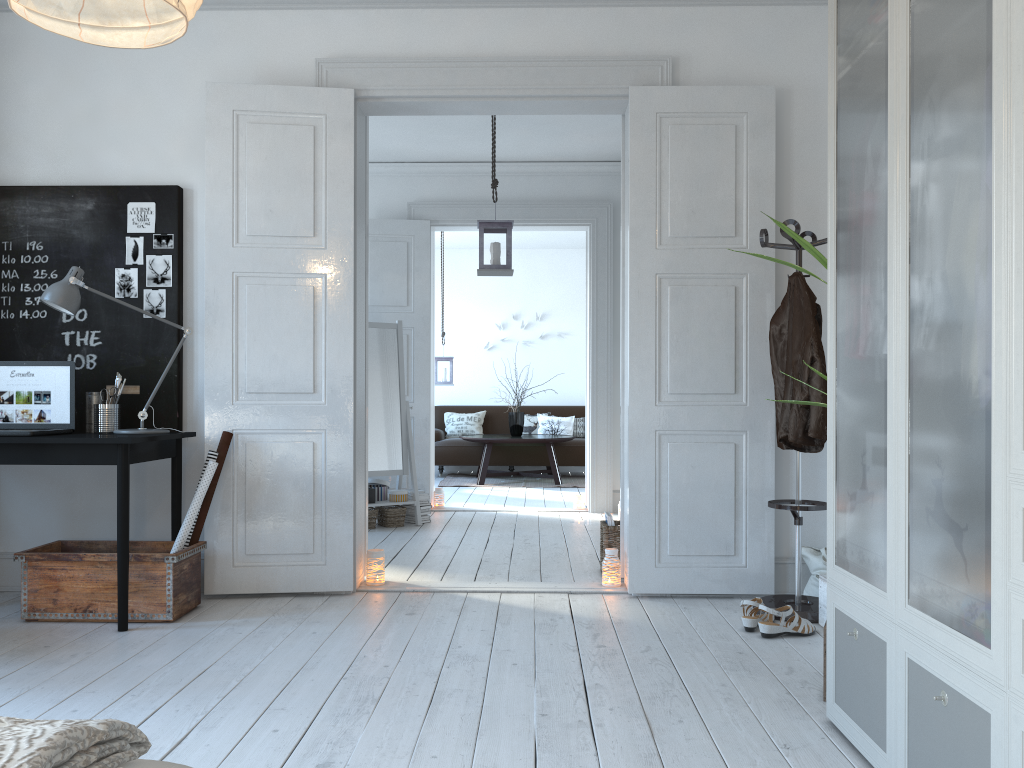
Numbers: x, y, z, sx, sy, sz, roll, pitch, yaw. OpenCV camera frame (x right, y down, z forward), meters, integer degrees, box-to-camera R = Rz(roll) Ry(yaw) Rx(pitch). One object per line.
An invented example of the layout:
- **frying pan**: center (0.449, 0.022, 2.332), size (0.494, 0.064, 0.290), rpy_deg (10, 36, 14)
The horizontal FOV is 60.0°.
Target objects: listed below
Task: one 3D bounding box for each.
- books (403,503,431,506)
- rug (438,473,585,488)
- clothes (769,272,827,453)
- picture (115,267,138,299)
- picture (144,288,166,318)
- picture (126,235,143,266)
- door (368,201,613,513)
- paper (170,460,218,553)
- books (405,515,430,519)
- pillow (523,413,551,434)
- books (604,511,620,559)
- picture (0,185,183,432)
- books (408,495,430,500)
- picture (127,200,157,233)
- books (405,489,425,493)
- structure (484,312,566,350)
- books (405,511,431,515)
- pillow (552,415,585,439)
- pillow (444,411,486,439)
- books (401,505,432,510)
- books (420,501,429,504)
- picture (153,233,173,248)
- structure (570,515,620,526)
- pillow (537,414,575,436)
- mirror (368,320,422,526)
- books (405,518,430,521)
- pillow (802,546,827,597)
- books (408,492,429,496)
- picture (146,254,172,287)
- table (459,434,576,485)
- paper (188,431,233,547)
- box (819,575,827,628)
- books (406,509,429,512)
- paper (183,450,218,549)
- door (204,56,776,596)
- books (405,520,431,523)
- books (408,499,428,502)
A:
- **books**: center (-0.708, 0.887, 6.568), size (0.178, 0.016, 0.128), rpy_deg (-1, -1, 44)
- **rug**: center (0.064, 1.057, 9.904), size (1.710, 0.055, 1.456), rpy_deg (0, -1, 2)
- **clothes**: center (1.210, -0.092, 3.732), size (0.237, 0.770, 0.211), rpy_deg (0, 0, 35)
- **picture**: center (-1.803, -0.472, 4.146), size (0.107, 0.150, 0.001), rpy_deg (0, 0, 1)
- **picture**: center (-1.670, -0.379, 4.143), size (0.103, 0.136, 0.001), rpy_deg (0, 0, 1)
- **picture**: center (-1.765, -0.623, 4.146), size (0.083, 0.146, 0.002), rpy_deg (0, 0, 1)
- **door**: center (-0.020, -0.212, 7.289), size (2.598, 2.505, 0.577), rpy_deg (0, 0, 1)
- **paper**: center (-1.399, 0.640, 3.773), size (0.283, 0.626, 0.041), rpy_deg (0, 0, -20)
- **books**: center (-0.713, 0.979, 6.564), size (0.128, 0.016, 0.181), rpy_deg (1, -1, -44)
- **pillow**: center (0.230, 0.520, 10.732), size (0.473, 0.347, 0.158), rpy_deg (0, 0, 0)
- **books**: center (0.592, 0.828, 4.648), size (0.201, 0.300, 0.179), rpy_deg (0, 0, 1)
- **picture**: center (-2.035, -0.346, 4.182), size (0.953, 1.172, 0.064), rpy_deg (0, 0, 1)
- **books**: center (-0.704, 0.832, 6.558), size (0.128, 0.026, 0.200), rpy_deg (1, -1, -27)
- **picture**: center (-1.731, -0.784, 4.144), size (0.147, 0.154, 0.004), rpy_deg (0, 0, 1)
- **books**: center (-0.719, 0.795, 6.574), size (0.111, 0.014, 0.156), rpy_deg (0, -1, -19)
- **structure**: center (0.162, -0.660, 11.128), size (1.025, 0.478, 0.085), rpy_deg (0, 0, 1)
- **books**: center (-0.712, 0.951, 6.563), size (0.187, 0.017, 0.132), rpy_deg (-1, -1, 38)
- **pillow**: center (0.724, 0.524, 10.756), size (0.542, 0.288, 0.183), rpy_deg (0, 0, 2)
- **pillow**: center (-0.575, 0.507, 10.791), size (0.519, 0.367, 0.239), rpy_deg (0, 0, 1)
- **books**: center (-0.708, 0.907, 6.560), size (0.193, 0.022, 0.128), rpy_deg (-1, -1, 34)
- **books**: center (-0.712, 0.870, 6.567), size (0.128, 0.016, 0.177), rpy_deg (1, -1, -32)
- **picture**: center (-1.630, -0.670, 4.143), size (0.095, 0.071, 0.001), rpy_deg (0, 0, 1)
- **structure**: center (1.149, -0.299, 6.718), size (1.248, 2.827, 0.800), rpy_deg (0, 0, -44)
- **pillow**: center (0.521, 0.509, 10.649), size (0.471, 0.309, 0.188), rpy_deg (0, 0, 2)
- **mirror**: center (-0.989, 0.271, 6.388), size (0.610, 1.488, 0.417), rpy_deg (0, 0, -34)
- **books**: center (-0.713, 0.996, 6.567), size (0.177, 0.016, 0.128), rpy_deg (-1, -1, 42)
- **pillow**: center (1.468, 0.825, 3.971), size (0.317, 0.314, 0.273), rpy_deg (0, 0, 2)
- **books**: center (-0.711, 0.810, 6.561), size (0.132, 0.017, 0.187), rpy_deg (1, -1, -26)
- **picture**: center (-1.649, -0.531, 4.142), size (0.121, 0.153, 0.002), rpy_deg (0, 0, 1)
- **table**: center (0.063, 0.832, 9.878), size (1.300, 0.503, 1.300), rpy_deg (0, -1, -8)
- **paper**: center (-1.369, 0.583, 3.901), size (0.297, 0.747, 0.048), rpy_deg (0, 0, -43)
- **box**: center (1.407, 0.860, 3.275), size (0.376, 0.218, 0.641), rpy_deg (0, -1, 1)
- **books**: center (-0.720, 0.931, 6.567), size (0.167, 0.022, 0.128), rpy_deg (-1, -1, 35)
- **paper**: center (-1.397, 0.624, 3.832), size (0.266, 0.669, 0.043), rpy_deg (0, 0, -43)
- **door**: center (-0.092, -0.266, 4.275), size (2.598, 2.505, 0.577), rpy_deg (0, 0, 1)
- **books**: center (-0.708, 1.013, 6.568), size (0.178, 0.016, 0.128), rpy_deg (-1, -1, 39)
- **books**: center (-0.712, 0.853, 6.564), size (0.128, 0.016, 0.181), rpy_deg (1, -1, -28)
